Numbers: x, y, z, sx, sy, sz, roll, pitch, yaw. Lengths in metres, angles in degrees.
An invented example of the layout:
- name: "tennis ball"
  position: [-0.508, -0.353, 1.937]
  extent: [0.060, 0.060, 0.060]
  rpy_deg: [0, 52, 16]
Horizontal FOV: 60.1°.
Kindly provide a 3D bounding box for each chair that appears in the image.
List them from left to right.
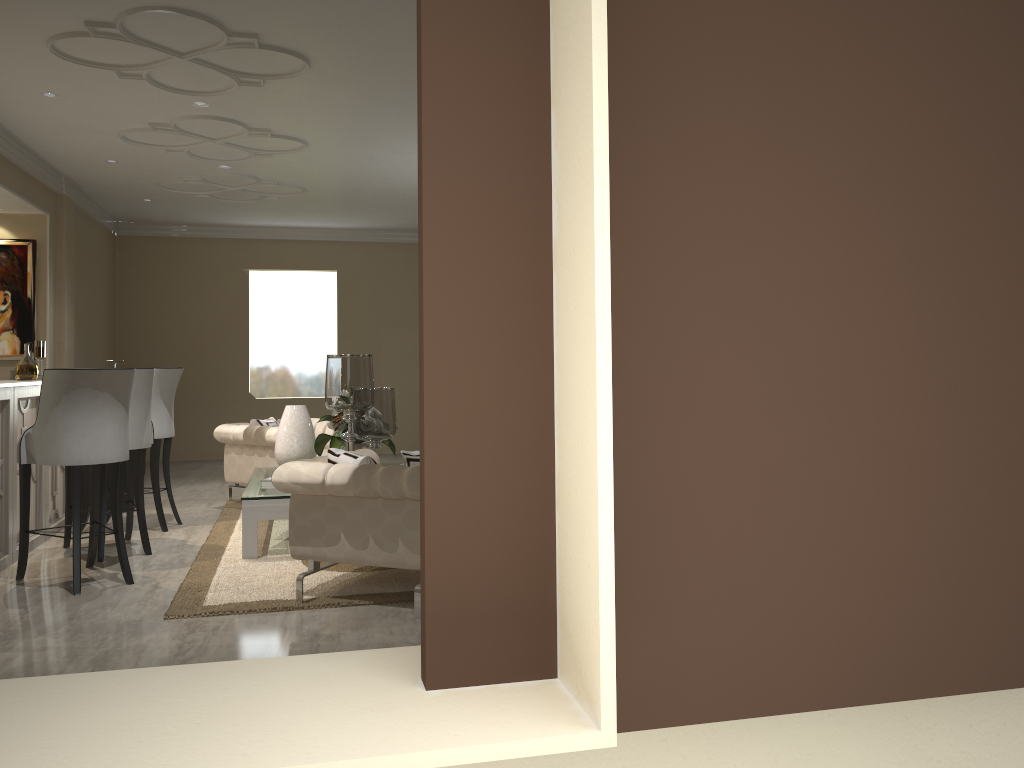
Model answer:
- name: "chair"
  position: [-1.902, 0.406, 3.906]
  extent: [0.541, 0.952, 0.457]
  rpy_deg: [-2, -2, 42]
- name: "chair"
  position: [-2.054, 0.393, 4.545]
  extent: [0.457, 0.952, 0.541]
  rpy_deg: [0, -1, -38]
- name: "chair"
  position: [-2.204, 0.380, 5.187]
  extent: [0.541, 0.952, 0.457]
  rpy_deg: [-1, -1, 2]
- name: "chair"
  position: [-1.524, 0.537, 6.141]
  extent: [0.733, 0.552, 0.849]
  rpy_deg: [0, 0, 37]
- name: "chair"
  position: [-0.450, 0.581, 3.701]
  extent: [0.849, 0.553, 0.710]
  rpy_deg: [0, 0, 22]

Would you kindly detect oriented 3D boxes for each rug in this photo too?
- name: "rug"
  position: [-0.335, 0.821, 5.043]
  extent: [2.671, 0.022, 2.969]
  rpy_deg: [-1, 1, -13]

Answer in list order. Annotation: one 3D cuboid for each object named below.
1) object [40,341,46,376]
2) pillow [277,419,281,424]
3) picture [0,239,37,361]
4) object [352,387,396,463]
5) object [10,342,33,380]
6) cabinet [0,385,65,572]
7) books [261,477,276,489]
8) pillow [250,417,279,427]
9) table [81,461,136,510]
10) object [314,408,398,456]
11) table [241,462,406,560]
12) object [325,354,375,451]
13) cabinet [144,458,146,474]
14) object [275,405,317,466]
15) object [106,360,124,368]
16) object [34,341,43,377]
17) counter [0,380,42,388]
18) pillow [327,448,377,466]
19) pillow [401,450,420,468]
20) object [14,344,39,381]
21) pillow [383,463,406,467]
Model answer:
- name: "object"
  position: [-2.823, -0.151, 5.314]
  extent: [0.055, 0.213, 0.055]
  rpy_deg: [0, -2, -18]
- name: "pillow"
  position: [-1.542, 0.359, 6.354]
  extent: [0.164, 0.223, 0.251]
  rpy_deg: [-1, 0, 40]
- name: "picture"
  position: [-3.744, -0.605, 6.351]
  extent: [0.596, 0.878, 0.049]
  rpy_deg: [0, -2, -13]
- name: "object"
  position: [-0.742, 0.274, 4.775]
  extent: [0.236, 0.505, 0.236]
  rpy_deg: [0, -1, -16]
- name: "object"
  position: [-3.507, -0.069, 6.282]
  extent: [0.204, 0.458, 0.237]
  rpy_deg: [0, -1, -10]
- name: "cabinet"
  position: [-2.576, 0.444, 4.230]
  extent: [0.351, 0.855, 2.257]
  rpy_deg: [0, 1, -13]
- name: "books"
  position: [-1.148, 0.512, 4.709]
  extent: [0.259, 0.044, 0.351]
  rpy_deg: [0, 1, 4]
- name: "pillow"
  position: [-1.661, 0.359, 6.064]
  extent: [0.183, 0.249, 0.280]
  rpy_deg: [-1, 0, 10]
- name: "table"
  position: [-2.682, 0.634, 5.930]
  extent: [0.330, 0.359, 0.392]
  rpy_deg: [0, 0, -13]
- name: "object"
  position: [-0.908, 0.237, 5.233]
  extent: [0.510, 0.475, 0.547]
  rpy_deg: [-1, 0, -12]
- name: "table"
  position: [-0.930, 0.696, 4.980]
  extent: [1.057, 0.345, 1.300]
  rpy_deg: [-1, 1, -13]
- name: "object"
  position: [-0.830, 0.190, 4.538]
  extent: [0.251, 0.684, 0.250]
  rpy_deg: [0, -1, -9]
- name: "cabinet"
  position: [-3.343, 0.401, 7.423]
  extent: [0.427, 0.814, 0.823]
  rpy_deg: [0, 0, -13]
- name: "object"
  position: [-1.321, 0.325, 5.415]
  extent: [0.252, 0.386, 0.252]
  rpy_deg: [0, -1, -18]
- name: "object"
  position: [-2.690, 0.146, 5.999]
  extent: [0.121, 0.614, 0.121]
  rpy_deg: [0, -2, -18]
- name: "object"
  position: [-2.806, -0.150, 5.244]
  extent: [0.055, 0.213, 0.055]
  rpy_deg: [0, -2, -18]
- name: "counter"
  position: [-2.588, 0.006, 4.263]
  extent: [0.378, 0.021, 2.337]
  rpy_deg: [-1, 1, -13]
- name: "pillow"
  position: [-0.633, 0.404, 3.658]
  extent: [0.197, 0.269, 0.300]
  rpy_deg: [0, -1, -44]
- name: "pillow"
  position: [-0.321, 0.383, 3.563]
  extent: [0.283, 0.251, 0.185]
  rpy_deg: [-1, -1, -20]
- name: "object"
  position: [-2.754, -0.122, 5.025]
  extent: [0.120, 0.212, 0.119]
  rpy_deg: [0, -1, -9]
- name: "pillow"
  position: [-0.465, 0.421, 3.691]
  extent: [0.251, 0.187, 0.128]
  rpy_deg: [0, -1, 24]
